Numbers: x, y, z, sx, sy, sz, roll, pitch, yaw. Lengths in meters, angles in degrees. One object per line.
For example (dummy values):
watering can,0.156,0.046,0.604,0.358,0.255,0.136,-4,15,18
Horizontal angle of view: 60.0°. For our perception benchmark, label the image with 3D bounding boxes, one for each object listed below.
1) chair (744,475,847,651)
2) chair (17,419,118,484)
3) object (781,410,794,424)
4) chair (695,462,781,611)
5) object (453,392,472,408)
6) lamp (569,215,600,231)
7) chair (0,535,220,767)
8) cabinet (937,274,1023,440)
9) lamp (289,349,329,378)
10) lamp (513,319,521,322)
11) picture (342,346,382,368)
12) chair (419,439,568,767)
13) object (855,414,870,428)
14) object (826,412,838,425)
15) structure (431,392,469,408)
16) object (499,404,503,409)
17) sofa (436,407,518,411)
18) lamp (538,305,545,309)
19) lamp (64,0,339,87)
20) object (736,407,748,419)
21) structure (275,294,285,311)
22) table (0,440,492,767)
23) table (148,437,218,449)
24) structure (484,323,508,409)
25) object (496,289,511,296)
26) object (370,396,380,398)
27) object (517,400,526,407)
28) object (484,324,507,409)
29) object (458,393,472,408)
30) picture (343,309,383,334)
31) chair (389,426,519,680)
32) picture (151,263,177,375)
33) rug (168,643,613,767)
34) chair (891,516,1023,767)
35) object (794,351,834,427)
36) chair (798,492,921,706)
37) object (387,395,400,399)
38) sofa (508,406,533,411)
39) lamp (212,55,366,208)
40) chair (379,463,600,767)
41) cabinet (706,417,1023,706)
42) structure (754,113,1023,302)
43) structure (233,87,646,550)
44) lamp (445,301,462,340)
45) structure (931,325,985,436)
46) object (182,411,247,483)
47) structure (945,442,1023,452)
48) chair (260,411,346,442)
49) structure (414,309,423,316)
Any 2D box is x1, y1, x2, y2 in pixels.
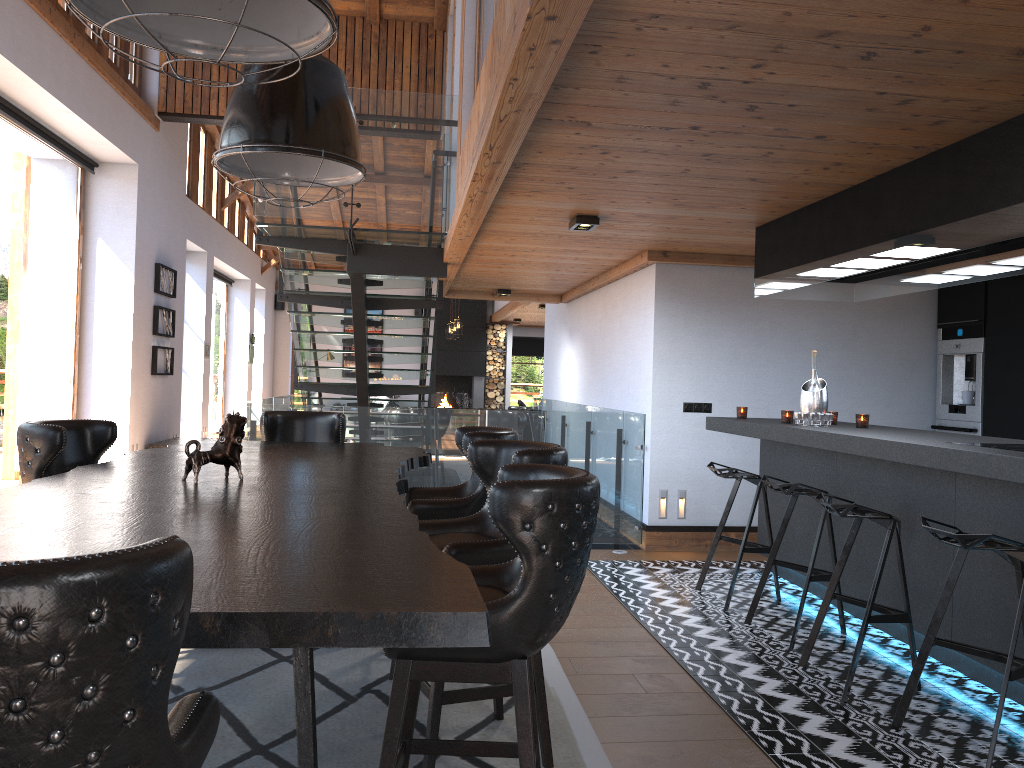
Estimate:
chair,1.588,0.930,4.764,0.471,0.839,0.536,2,0,-10
chair,-1.818,0.710,3.815,0.568,1.092,0.504,2,0,1
object,1.739,0.208,5.599,0.080,0.081,0.078,2,0,-43
chair,1.455,0.923,5.506,0.471,0.839,0.537,2,0,-7
object,-0.937,0.470,17.042,0.406,0.808,0.620,2,0,4
lamp,0.465,-1.047,5.741,0.156,0.068,0.260,2,0,-7
chair,-0.710,0.744,1.226,0.506,1.092,0.566,2,0,-9
cabinet,4.169,0.244,4.283,0.545,2.381,6.409,2,0,-7
lamp,-4.301,0.174,18.914,0.524,1.899,1.329,2,0,14
lamp,0.116,-1.411,19.601,0.156,0.068,0.260,2,0,-7
picture,-3.412,-0.545,20.201,0.882,0.816,0.036,2,-1,-8
chair,-0.101,0.756,3.146,0.573,1.092,0.499,2,-1,-24
object,2.081,0.220,5.266,0.080,0.081,0.078,2,0,-43
object,2.035,0.217,5.645,0.080,0.081,0.078,2,0,-43
structure,-1.468,0.448,20.085,0.986,0.514,0.183,2,-1,-8
object,-0.302,0.853,20.071,0.270,0.795,0.261,2,-1,-24
sofa,-1.022,0.816,15.486,2.575,0.838,1.235,2,0,-9
lamp,0.568,-1.384,15.843,0.156,0.068,0.260,2,0,-7
lamp,-0.665,-3.082,2.149,0.614,4.685,0.628,1,-1,37
object,1.624,0.202,6.258,0.078,0.081,0.080,2,0,27
structure,-5.205,-1.828,19.871,0.214,0.349,0.213,2,0,-8
table,-0.984,0.820,3.233,1.434,0.950,3.784,2,0,-7
table,-3.915,0.928,10.802,0.686,0.470,1.250,2,0,-7
structure,-0.403,-0.070,20.375,0.503,2.617,0.510,2,-1,-8
object,-0.102,-1.081,10.435,0.156,0.068,0.260,2,0,-7
object,-3.118,0.364,19.896,0.262,0.532,0.422,2,0,-39
object,0.219,0.499,19.368,0.148,0.319,0.251,1,0,34
object,-0.411,-0.064,20.383,0.495,2.612,0.465,2,-1,-8
object,-1.052,0.715,19.768,0.304,1.018,0.311,1,-1,38
picture,-3.381,-1.540,20.211,0.882,0.816,0.036,2,-1,-8
chair,-0.265,0.748,4.092,0.570,1.092,0.502,2,0,-9
picture,-4.211,-0.763,10.745,0.059,1.312,0.771,2,0,-7
rug,-0.976,1.274,3.557,2.560,0.047,5.613,2,0,-7
chair,1.777,0.941,3.284,0.471,0.839,0.536,2,0,-10
object,1.826,0.027,5.354,0.227,0.452,0.224,2,0,-8
chair,1.610,0.933,3.978,0.469,0.839,0.538,2,0,-1
object,-2.694,0.403,20.022,0.339,0.455,0.336,2,0,18
sofa,0.637,0.859,17.876,1.244,0.838,2.557,2,0,-8
lamp,-0.855,-3.094,3.725,0.614,4.685,0.628,1,-1,37
chair,-0.067,0.770,2.325,0.568,1.092,0.504,2,0,1
cabinet,2.116,0.818,4.111,0.891,1.104,4.785,2,0,-7
structure,2.154,-0.786,4.315,0.713,0.476,3.240,2,0,-7
structure,-3.471,0.796,8.245,9.240,6.399,10.990,2,0,-7
lamp,-1.145,-2.001,17.645,0.263,2.202,0.797,2,-1,-16
structure,3.643,0.013,7.130,0.256,0.945,0.595,2,0,-7
object,-1.067,0.224,3.177,0.223,0.253,0.114,2,-1,-45
structure,2.221,0.280,3.700,0.506,0.017,0.608,2,0,-7
chair,-1.245,0.713,5.204,0.506,1.092,0.566,2,0,-9
structure,-2.127,-1.733,20.315,0.214,0.349,0.213,2,0,-8
